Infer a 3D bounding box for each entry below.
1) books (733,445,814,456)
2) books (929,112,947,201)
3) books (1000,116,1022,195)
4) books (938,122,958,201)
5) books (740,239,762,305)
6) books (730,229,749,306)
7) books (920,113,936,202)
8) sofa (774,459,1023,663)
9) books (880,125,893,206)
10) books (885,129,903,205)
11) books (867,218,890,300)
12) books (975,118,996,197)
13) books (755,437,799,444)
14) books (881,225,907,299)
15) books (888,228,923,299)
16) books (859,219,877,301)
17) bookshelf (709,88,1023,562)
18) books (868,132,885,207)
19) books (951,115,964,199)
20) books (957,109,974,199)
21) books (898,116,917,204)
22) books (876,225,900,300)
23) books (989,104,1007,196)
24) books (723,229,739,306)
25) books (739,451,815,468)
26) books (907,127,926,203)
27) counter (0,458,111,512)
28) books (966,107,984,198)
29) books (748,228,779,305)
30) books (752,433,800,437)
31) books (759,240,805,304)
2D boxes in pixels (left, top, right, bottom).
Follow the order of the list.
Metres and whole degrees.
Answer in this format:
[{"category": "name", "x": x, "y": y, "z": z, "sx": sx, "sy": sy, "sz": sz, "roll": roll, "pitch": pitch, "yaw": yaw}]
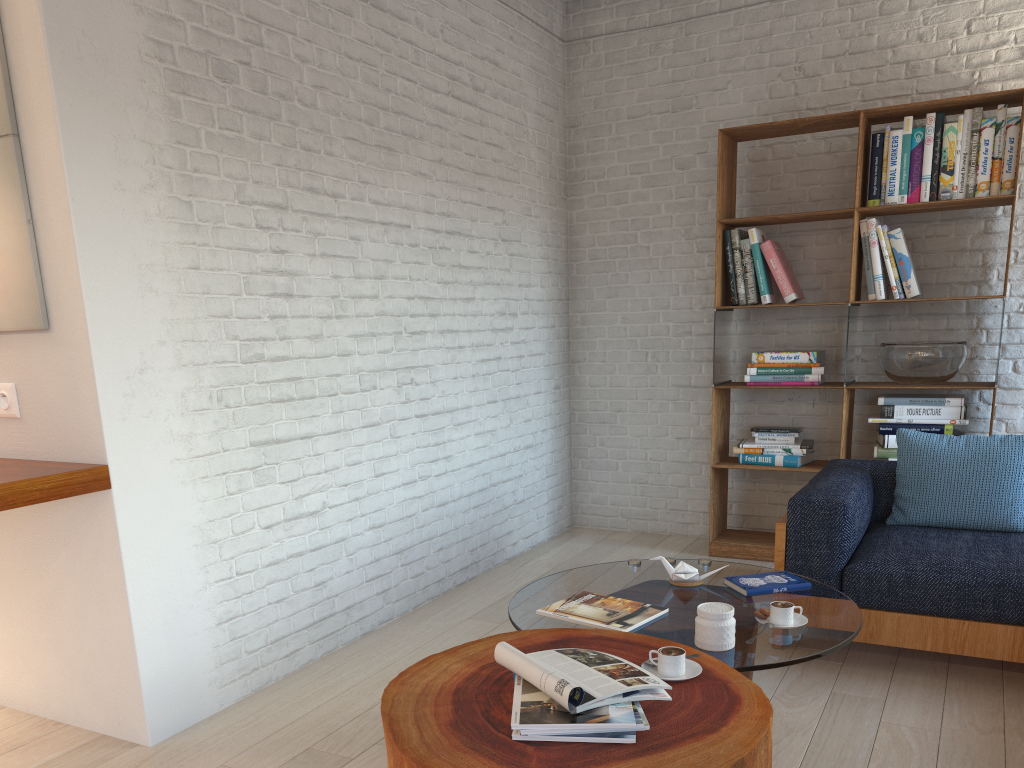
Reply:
[{"category": "books", "x": 1.419, "y": 0.349, "z": 4.728, "sx": 0.378, "sy": 0.037, "sz": 0.238, "roll": 0, "pitch": 5, "yaw": 28}, {"category": "books", "x": 1.989, "y": -1.038, "z": 4.069, "sx": 0.036, "sy": 0.396, "sz": 0.237, "roll": 6, "pitch": 13, "yaw": 28}, {"category": "books", "x": 2.258, "y": -1.011, "z": 3.953, "sx": 0.055, "sy": 0.340, "sz": 0.247, "roll": 5, "pitch": 12, "yaw": 28}, {"category": "books", "x": 2.024, "y": -1.009, "z": 4.041, "sx": 0.055, "sy": 0.340, "sz": 0.247, "roll": 5, "pitch": 12, "yaw": 28}, {"category": "books", "x": 1.276, "y": -0.585, "z": 4.590, "sx": 0.102, "sy": 0.345, "sz": 0.247, "roll": 5, "pitch": 12, "yaw": 28}, {"category": "books", "x": 1.220, "y": -0.609, "z": 4.592, "sx": 0.091, "sy": 0.397, "sz": 0.237, "roll": 5, "pitch": 13, "yaw": 28}, {"category": "books", "x": 1.952, "y": -1.037, "z": 4.077, "sx": 0.036, "sy": 0.396, "sz": 0.237, "roll": 6, "pitch": 13, "yaw": 28}, {"category": "sofa", "x": 1.462, "y": 0.791, "z": 2.002, "sx": 2.071, "sy": 0.681, "sz": 3.852, "roll": 1, "pitch": 5, "yaw": 29}, {"category": "books", "x": 1.802, "y": -1.025, "z": 4.180, "sx": 0.020, "sy": 0.371, "sz": 0.264, "roll": 6, "pitch": 13, "yaw": 28}, {"category": "books", "x": 1.829, "y": -1.010, "z": 4.150, "sx": 0.055, "sy": 0.340, "sz": 0.247, "roll": 5, "pitch": 12, "yaw": 28}, {"category": "books", "x": 1.796, "y": -0.604, "z": 4.271, "sx": 0.103, "sy": 0.396, "sz": 0.237, "roll": 5, "pitch": 13, "yaw": 28}, {"category": "books", "x": 2.162, "y": -1.010, "z": 3.979, "sx": 0.055, "sy": 0.340, "sz": 0.247, "roll": 5, "pitch": 12, "yaw": 28}, {"category": "books", "x": 1.436, "y": 0.294, "z": 4.720, "sx": 0.205, "sy": 0.035, "sz": 0.129, "roll": 0, "pitch": 5, "yaw": 28}, {"category": "books", "x": 1.872, "y": -0.589, "z": 4.257, "sx": 0.124, "sy": 0.360, "sz": 0.264, "roll": 5, "pitch": 12, "yaw": 28}, {"category": "books", "x": 1.908, "y": -0.579, "z": 4.225, "sx": 0.157, "sy": 0.340, "sz": 0.247, "roll": 5, "pitch": 12, "yaw": 28}, {"category": "books", "x": 1.774, "y": -0.606, "z": 4.309, "sx": 0.101, "sy": 0.396, "sz": 0.237, "roll": 5, "pitch": 13, "yaw": 28}, {"category": "bookshelf", "x": 1.720, "y": -0.163, "z": 4.414, "sx": 1.310, "sy": 2.275, "sz": 0.353, "roll": 4, "pitch": 15, "yaw": 27}, {"category": "books", "x": 1.769, "y": -1.011, "z": 4.202, "sx": 0.055, "sy": 0.340, "sz": 0.247, "roll": 5, "pitch": 12, "yaw": 28}, {"category": "books", "x": 2.065, "y": -1.024, "z": 4.032, "sx": 0.020, "sy": 0.371, "sz": 0.264, "roll": 6, "pitch": 13, "yaw": 28}, {"category": "books", "x": 2.096, "y": -1.039, "z": 4.027, "sx": 0.036, "sy": 0.396, "sz": 0.237, "roll": 6, "pitch": 13, "yaw": 28}, {"category": "books", "x": 1.871, "y": -1.038, "z": 4.126, "sx": 0.036, "sy": 0.396, "sz": 0.237, "roll": 6, "pitch": 13, "yaw": 28}, {"category": "books", "x": 1.848, "y": -0.588, "z": 4.259, "sx": 0.124, "sy": 0.360, "sz": 0.264, "roll": 5, "pitch": 12, "yaw": 28}, {"category": "books", "x": 2.206, "y": -1.038, "z": 3.955, "sx": 0.036, "sy": 0.396, "sz": 0.237, "roll": 6, "pitch": 13, "yaw": 28}, {"category": "books", "x": 1.184, "y": -0.608, "z": 4.602, "sx": 0.091, "sy": 0.397, "sz": 0.237, "roll": 5, "pitch": 13, "yaw": 28}, {"category": "books", "x": 1.435, "y": 0.396, "z": 4.722, "sx": 0.324, "sy": 0.057, "sz": 0.249, "roll": 1, "pitch": 5, "yaw": 38}, {"category": "books", "x": 1.920, "y": -1.011, "z": 4.123, "sx": 0.055, "sy": 0.340, "sz": 0.247, "roll": 5, "pitch": 12, "yaw": 28}, {"category": "counter", "x": -2.510, "y": 0.796, "z": 2.022, "sx": 1.679, "sy": 0.949, "sz": 2.434, "roll": 1, "pitch": 6, "yaw": 28}, {"category": "books", "x": 2.123, "y": -1.038, "z": 3.999, "sx": 0.036, "sy": 0.396, "sz": 0.237, "roll": 6, "pitch": 13, "yaw": 28}, {"category": "books", "x": 1.309, "y": -0.606, "z": 4.532, "sx": 0.120, "sy": 0.394, "sz": 0.237, "roll": 5, "pitch": 13, "yaw": 28}, {"category": "books", "x": 1.433, "y": 0.267, "z": 4.722, "sx": 0.236, "sy": 0.019, "sz": 0.166, "roll": 0, "pitch": 4, "yaw": 21}, {"category": "books", "x": 1.403, "y": -0.577, "z": 4.517, "sx": 0.194, "sy": 0.329, "sz": 0.247, "roll": 4, "pitch": 12, "yaw": 28}]
